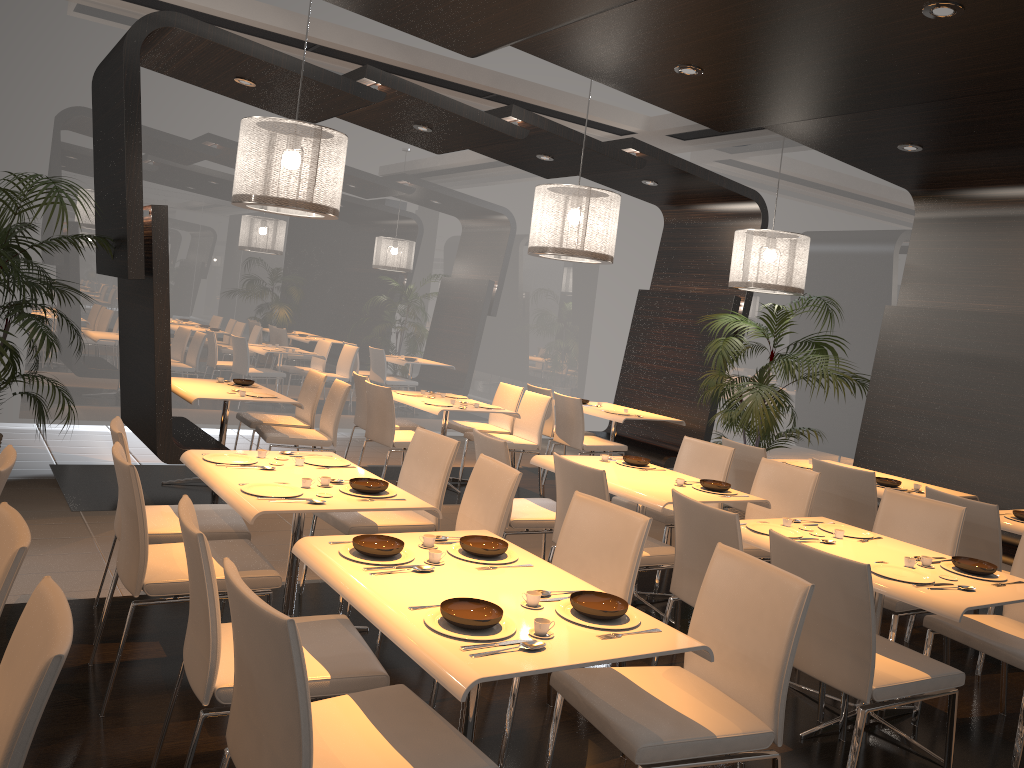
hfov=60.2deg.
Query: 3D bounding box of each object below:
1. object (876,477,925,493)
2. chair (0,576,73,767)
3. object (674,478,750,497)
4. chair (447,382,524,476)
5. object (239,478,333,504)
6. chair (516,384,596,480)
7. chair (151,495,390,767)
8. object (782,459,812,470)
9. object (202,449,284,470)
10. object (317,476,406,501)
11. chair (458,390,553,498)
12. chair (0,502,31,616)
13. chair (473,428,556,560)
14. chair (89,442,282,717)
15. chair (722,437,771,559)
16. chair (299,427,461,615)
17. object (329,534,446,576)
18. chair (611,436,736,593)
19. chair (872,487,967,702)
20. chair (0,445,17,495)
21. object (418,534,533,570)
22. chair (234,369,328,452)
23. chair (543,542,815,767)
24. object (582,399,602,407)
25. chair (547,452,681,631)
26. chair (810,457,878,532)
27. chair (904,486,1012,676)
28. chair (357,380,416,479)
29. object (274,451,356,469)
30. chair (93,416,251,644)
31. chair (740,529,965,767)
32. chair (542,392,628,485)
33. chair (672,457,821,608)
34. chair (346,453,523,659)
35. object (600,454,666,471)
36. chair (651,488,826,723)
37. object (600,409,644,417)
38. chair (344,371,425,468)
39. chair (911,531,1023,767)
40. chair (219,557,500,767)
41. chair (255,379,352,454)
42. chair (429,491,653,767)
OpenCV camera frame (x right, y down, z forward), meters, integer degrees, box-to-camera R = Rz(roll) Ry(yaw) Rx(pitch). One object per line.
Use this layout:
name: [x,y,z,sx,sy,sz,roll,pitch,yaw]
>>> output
object: [2.465,0.645,5.707,0.302,0.044,0.367,4,5,-34]
chair: [-1.168,0.854,1.571,0.603,0.874,0.486,6,1,-31]
object: [1.060,0.550,4.792,0.302,0.044,0.367,4,5,-34]
chair: [-0.281,0.425,8.270,0.603,0.874,0.486,6,1,-31]
object: [-0.892,0.421,3.526,0.333,0.038,0.379,3,6,-39]
chair: [0.443,0.470,8.751,0.603,0.869,0.486,6,1,-31]
chair: [-0.727,0.818,2.649,0.603,0.869,0.486,6,1,-26]
object: [2.115,0.567,6.196,0.333,0.038,0.379,3,6,-39]
object: [-1.223,0.340,4.041,0.333,0.038,0.379,3,6,-39]
object: [-0.645,0.430,3.738,0.302,0.044,0.367,4,5,-34]
chair: [-0.043,0.499,7.668,0.603,0.869,0.486,6,1,-31]
chair: [-1.531,0.770,2.082,0.603,0.874,0.486,6,2,-36]
chair: [0.063,0.727,4.974,0.603,0.869,0.486,6,1,-26]
chair: [-1.243,0.699,3.374,0.603,0.869,0.486,6,1,-31]
chair: [1.739,0.844,6.045,0.603,0.874,0.486,6,1,-26]
chair: [-0.657,0.679,4.493,0.603,0.869,0.486,6,2,-36]
object: [-0.392,0.533,2.835,0.302,0.044,0.367,4,5,-34]
chair: [1.012,0.792,5.582,0.603,0.869,0.486,6,2,-36]
chair: [1.824,0.992,4.329,0.603,0.874,0.486,6,2,-36]
chair: [-1.985,0.653,2.833,0.603,0.869,0.486,6,1,-26]
object: [-0.136,0.551,2.995,0.302,0.044,0.367,4,5,-34]
chair: [-1.887,0.317,7.205,0.603,0.874,0.486,6,1,-31]
chair: [0.490,0.965,2.639,0.603,0.869,0.486,6,1,-26]
object: [0.734,0.183,8.888,0.302,0.044,0.367,4,5,-34]
chair: [0.501,0.824,4.444,0.603,0.874,0.486,6,1,-31]
chair: [2.182,0.937,5.546,0.603,0.874,0.486,6,2,-36]
chair: [2.571,1.040,4.810,0.603,0.869,0.486,6,1,-26]
chair: [-0.890,0.445,7.101,0.603,0.874,0.486,6,2,-36]
object: [-0.965,0.353,4.270,0.333,0.038,0.379,2,6,-44]
chair: [-1.508,0.622,3.931,0.603,0.869,0.486,6,1,-26]
chair: [1.238,1.011,3.210,0.603,0.874,0.486,6,1,-31]
chair: [0.680,0.549,8.150,0.603,0.874,0.486,6,1,-31]
chair: [1.326,0.879,4.961,0.603,0.869,0.486,6,1,-31]
chair: [-0.344,0.769,3.873,0.603,0.874,0.486,6,1,-26]
object: [0.710,0.465,5.337,0.302,0.044,0.367,4,5,-34]
chair: [0.983,0.935,3.781,0.603,0.874,0.486,6,1,-26]
object: [1.061,0.268,8.366,0.333,0.038,0.379,3,6,-39]
chair: [-1.122,0.362,7.762,0.603,0.869,0.486,6,1,-26]
chair: [2.137,1.079,3.709,0.603,0.874,0.486,6,1,-26]
chair: [-0.410,0.897,2.141,0.603,0.869,0.486,6,2,-36]
chair: [-1.582,0.396,6.647,0.603,0.869,0.486,6,1,-26]
chair: [0.112,0.876,3.217,0.603,0.874,0.486,6,2,-36]
